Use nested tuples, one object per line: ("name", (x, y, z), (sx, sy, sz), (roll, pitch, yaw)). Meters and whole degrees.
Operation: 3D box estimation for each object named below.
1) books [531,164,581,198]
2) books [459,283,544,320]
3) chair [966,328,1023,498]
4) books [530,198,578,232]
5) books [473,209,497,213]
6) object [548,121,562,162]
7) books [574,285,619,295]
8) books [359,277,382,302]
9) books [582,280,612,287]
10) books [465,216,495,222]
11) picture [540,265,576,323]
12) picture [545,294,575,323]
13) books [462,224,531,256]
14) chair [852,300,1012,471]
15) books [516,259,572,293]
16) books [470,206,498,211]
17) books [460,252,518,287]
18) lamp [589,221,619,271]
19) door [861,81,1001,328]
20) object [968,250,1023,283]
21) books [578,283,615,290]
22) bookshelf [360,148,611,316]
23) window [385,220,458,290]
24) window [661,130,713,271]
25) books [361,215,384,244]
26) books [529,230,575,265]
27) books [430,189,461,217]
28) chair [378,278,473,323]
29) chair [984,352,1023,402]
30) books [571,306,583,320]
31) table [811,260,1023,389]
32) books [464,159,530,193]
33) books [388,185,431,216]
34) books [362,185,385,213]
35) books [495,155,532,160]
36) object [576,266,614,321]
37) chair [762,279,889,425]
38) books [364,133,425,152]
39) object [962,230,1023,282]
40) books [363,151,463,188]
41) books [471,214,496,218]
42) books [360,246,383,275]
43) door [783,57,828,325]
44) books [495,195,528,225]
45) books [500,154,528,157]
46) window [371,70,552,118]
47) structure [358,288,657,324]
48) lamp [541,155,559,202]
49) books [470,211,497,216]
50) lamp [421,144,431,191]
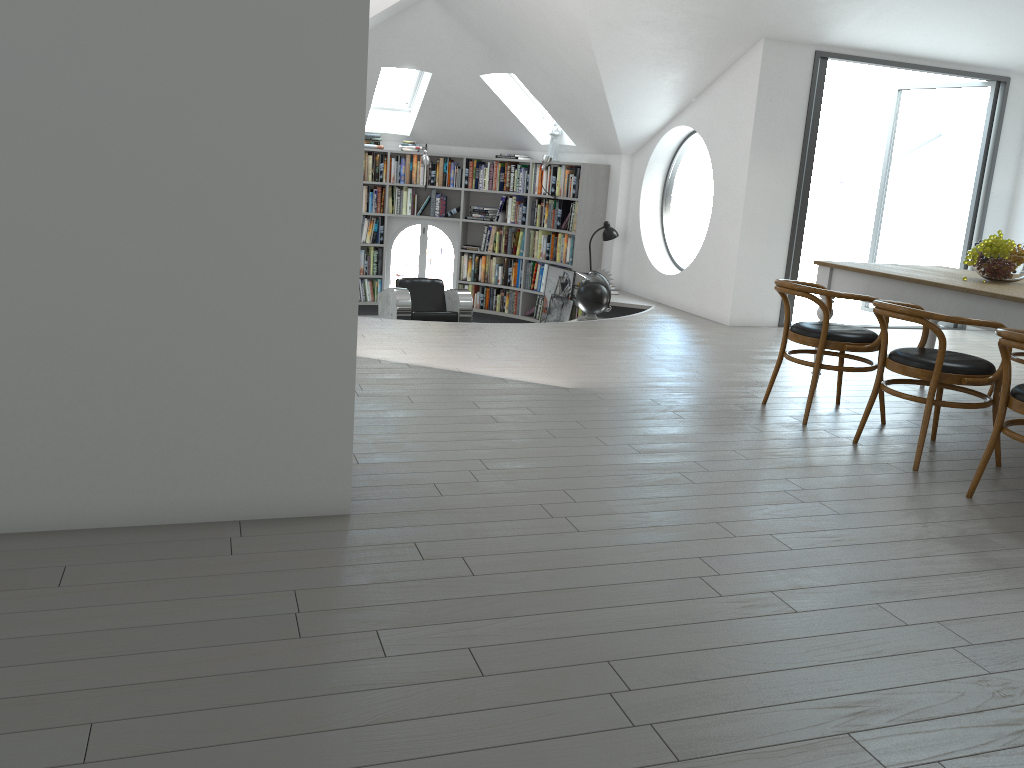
("books", (0.622, -2.366, 10.339), (0.293, 0.360, 1.019), (-5, 16, -36))
("books", (-0.037, -1.042, 11.091), (1.501, 0.309, 0.361), (13, 15, 32))
("chair", (2.196, 0.165, 3.535), (0.621, 0.730, 0.530), (-1, 13, -24))
("books", (0.599, -1.990, 10.407), (0.279, 0.356, 1.058), (-4, 15, -33))
("books", (-0.337, -2.177, 11.154), (0.227, 0.036, 0.214), (12, 15, 30))
("object", (0.495, -2.854, 10.424), (0.179, 0.470, 0.180), (2, 12, -10))
("books", (0.914, -1.028, 9.644), (0.365, 0.042, 0.390), (0, 14, -19))
("books", (-2.099, -1.188, 11.076), (1.020, 0.304, 0.289), (-5, 15, -34))
("books", (0.919, -1.095, 9.631), (0.269, 0.031, 0.287), (2, 13, -9))
("books", (-0.344, -2.085, 11.173), (0.388, 0.042, 0.367), (9, 14, 20))
("picture", (0.517, -0.922, 10.298), (0.090, 0.858, 0.581), (-2, 14, -29))
("picture", (0.521, -0.723, 10.151), (0.107, 0.552, 0.492), (-2, 14, -28))
("books", (-0.140, -1.808, 11.059), (0.975, 0.350, 0.253), (10, 13, 22))
("chair", (1.979, -0.012, 4.212), (0.621, 0.730, 0.530), (0, 13, -19))
("books", (0.501, -1.260, 10.607), (0.304, 0.357, 1.189), (-5, 16, -37))
("books", (-0.334, -2.208, 11.148), (0.269, 0.031, 0.287), (-6, 17, -38))
("books", (-0.241, -1.452, 11.179), (0.873, 0.348, 0.273), (9, 13, 21))
("lamp", (0.980, -1.427, 9.567), (0.322, 0.656, 0.235), (3, 12, -4))
("door", (4.182, -1.818, 8.963), (0.080, 2.333, 1.057), (-4, 14, -34))
("object", (2.681, -0.634, 4.845), (0.360, 0.158, 0.362), (-6, 17, -38))
("books", (0.917, -1.063, 9.637), (0.286, 0.034, 0.306), (-3, 15, -29))
("bookshelf", (-1.344, -1.776, 10.370), (4.333, 1.869, 2.121), (0, 13, -19))
("window", (-2.132, -1.570, 11.075), (3.234, 1.144, 0.620), (-4, 15, -33))
("window", (1.907, -1.835, 8.946), (0.104, 1.461, 1.479), (0, 13, -19))
("books", (-2.043, -1.917, 10.928), (0.998, 0.349, 0.299), (-5, 16, -35))
("books", (0.580, -1.615, 10.483), (0.276, 0.346, 1.026), (-4, 15, -33))
("books", (-0.816, -2.271, 11.172), (0.399, 0.339, 0.225), (4, 12, 1))
("chair", (-0.929, -0.729, 9.371), (0.823, 0.715, 0.745), (-2, 14, -24))
("chair", (3.339, -0.188, 5.379), (0.621, 0.730, 0.530), (0, 13, -19))
("books", (0.855, -0.632, 9.646), (0.272, 0.296, 1.154), (3, 13, -5))
("table", (2.847, 0.025, 4.177), (1.018, 0.794, 3.370), (0, 14, -19))
("books", (-0.140, -2.568, 10.941), (0.971, 0.365, 0.307), (10, 14, 23))
("books", (-2.103, -2.232, 10.624), (2.532, 0.369, 0.593), (-6, 17, -38))
("books", (-2.038, -2.295, 10.885), (1.029, 0.357, 0.302), (-4, 15, -33))
("books", (0.023, -2.777, 10.893), (0.337, 0.036, 0.317), (13, 16, 32))
("object", (0.775, -0.849, 8.476), (0.322, 0.559, 0.320), (16, 16, 42))
("chair", (1.709, -0.188, 4.870), (0.621, 0.730, 0.530), (1, 13, -16))
("books", (-2.219, -2.855, 10.217), (0.750, 0.172, 2.821), (15, 17, 40))
("object", (2.657, -0.699, 4.837), (0.293, 0.282, 0.395), (13, 15, 34))
("books", (-1.361, -2.673, 11.007), (1.565, 0.365, 0.396), (1, 13, -14))
("books", (-0.341, -2.117, 11.166), (0.286, 0.031, 0.270), (8, 14, 15))
("books", (-2.061, -1.543, 11.015), (1.032, 0.355, 0.294), (-5, 15, -34))
("door", (2.451, -1.811, 8.391), (0.080, 2.333, 1.058), (0, 13, -19))
("books", (0.077, -2.152, 10.930), (0.554, 0.349, 0.257), (11, 14, 26))
("books", (0.025, -2.804, 10.888), (0.248, 0.027, 0.233), (16, 18, 42))
("window", (-1.216, -3.497, 10.013), (4.055, 0.709, 1.944), (0, 14, -19))
("structure", (-0.961, -0.697, 9.252), (4.718, 0.689, 4.729), (10, 15, 25))
("lamp", (0.455, -2.361, 10.194), (0.275, 0.522, 0.113), (-2, 13, -28))
("books", (-0.339, -2.147, 11.160), (0.286, 0.031, 0.270), (12, 15, 30))
("lamp", (-1.068, -2.644, 10.825), (0.113, 0.563, 0.360), (2, 12, -12))
